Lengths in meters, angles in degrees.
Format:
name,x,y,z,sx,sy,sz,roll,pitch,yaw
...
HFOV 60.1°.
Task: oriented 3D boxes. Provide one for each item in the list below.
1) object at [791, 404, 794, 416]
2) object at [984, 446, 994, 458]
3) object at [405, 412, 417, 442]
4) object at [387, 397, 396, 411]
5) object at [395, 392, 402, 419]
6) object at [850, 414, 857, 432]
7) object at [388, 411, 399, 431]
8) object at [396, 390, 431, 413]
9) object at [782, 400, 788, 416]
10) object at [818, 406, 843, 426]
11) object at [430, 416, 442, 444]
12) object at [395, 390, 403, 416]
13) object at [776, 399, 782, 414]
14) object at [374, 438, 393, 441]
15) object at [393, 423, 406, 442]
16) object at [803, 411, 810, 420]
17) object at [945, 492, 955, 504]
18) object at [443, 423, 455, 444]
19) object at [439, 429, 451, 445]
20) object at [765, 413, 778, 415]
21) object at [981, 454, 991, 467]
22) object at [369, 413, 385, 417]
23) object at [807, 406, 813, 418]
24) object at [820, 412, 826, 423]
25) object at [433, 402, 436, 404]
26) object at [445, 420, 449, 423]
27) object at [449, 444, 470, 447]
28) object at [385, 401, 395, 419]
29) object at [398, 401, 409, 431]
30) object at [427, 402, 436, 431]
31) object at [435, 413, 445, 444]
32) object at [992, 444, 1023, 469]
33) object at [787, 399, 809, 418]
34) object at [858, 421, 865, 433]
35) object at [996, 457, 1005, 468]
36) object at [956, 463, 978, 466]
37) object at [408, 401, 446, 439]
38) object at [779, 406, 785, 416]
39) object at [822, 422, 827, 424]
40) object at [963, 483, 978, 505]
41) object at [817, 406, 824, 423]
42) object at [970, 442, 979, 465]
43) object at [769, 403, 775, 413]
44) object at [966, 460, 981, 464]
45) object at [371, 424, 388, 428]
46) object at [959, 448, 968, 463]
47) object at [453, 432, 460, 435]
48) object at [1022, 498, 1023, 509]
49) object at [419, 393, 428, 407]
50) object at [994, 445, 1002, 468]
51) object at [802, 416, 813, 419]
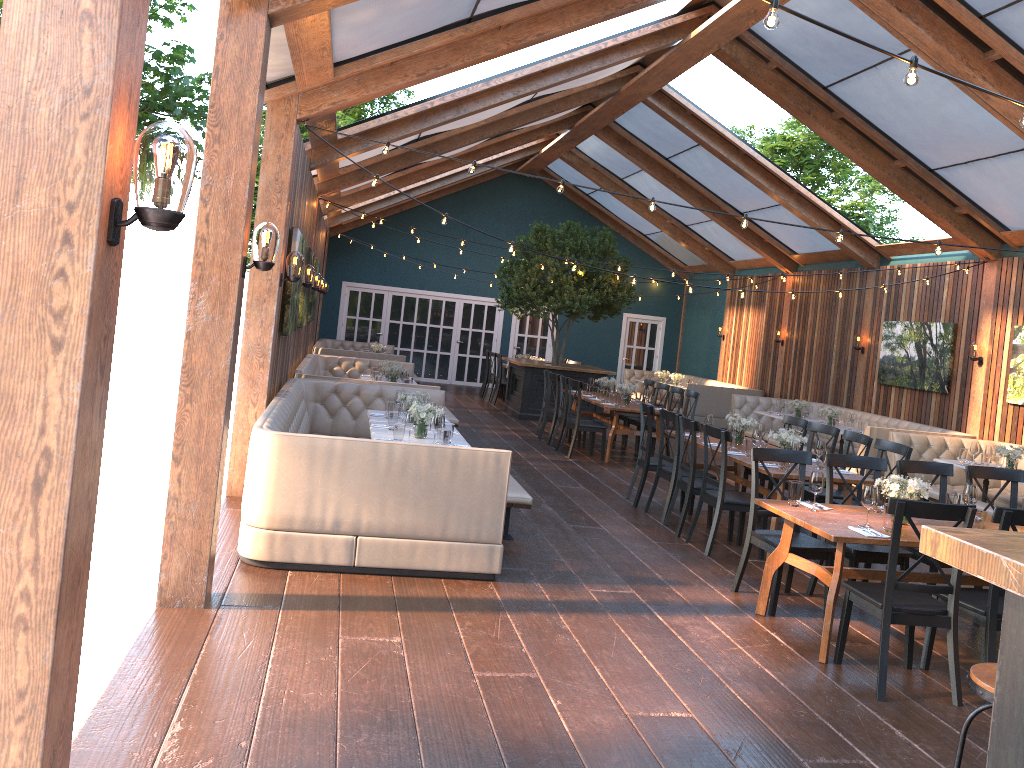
name,x,y,z,sx,sy,sz,roll,pitch,yaw
object,4.531,0.393,14.218,0.092,0.244,0.092,7,1,37
object,5.163,0.794,9.583,0.092,0.244,0.092,7,1,37
object,-0.789,0.347,6.858,0.092,0.244,0.092,7,1,31
object,-1.189,0.214,8.716,0.091,0.158,0.092,6,1,-24
object,-1.073,0.206,8.402,0.092,0.244,0.092,7,1,37
object,4.808,0.549,12.458,0.092,0.244,0.092,7,1,37
object,-1.017,0.315,7.561,0.091,0.158,0.092,6,1,-24
object,-0.926,0.202,8.224,0.329,0.309,0.336,7,2,11
object,4.328,0.385,14.029,0.092,0.244,0.092,7,1,37
object,4.660,0.468,12.913,0.336,0.309,0.329,6,2,6
object,-0.593,0.370,6.830,0.092,0.244,0.092,7,1,31
object,-1.105,0.185,8.642,0.092,0.244,0.092,7,1,37
object,4.296,0.364,14.269,0.092,0.244,0.092,7,1,37
object,-0.952,0.438,6.926,0.255,0.019,0.158,5,4,-10
object,-0.868,0.388,6.778,0.091,0.158,0.092,6,1,-24
object,4.384,0.494,13.188,0.091,0.158,0.092,6,1,-24
object,2.905,0.804,5.838,0.092,0.158,0.092,6,1,16
object,-0.516,0.399,7.146,0.091,0.158,0.092,6,1,-24
object,-0.517,0.427,6.756,0.091,0.158,0.092,6,1,-24
object,4.165,0.476,14.097,0.255,0.019,0.158,5,4,-10
object,5.084,0.834,9.503,0.091,0.158,0.092,6,1,-24
object,-1.236,0.297,8.469,0.255,0.019,0.158,5,4,-10
object,4.462,0.454,13.268,0.092,0.244,0.092,7,1,37
object,4.747,0.510,13.511,0.091,0.158,0.092,6,1,-24
object,-0.801,0.259,8.671,0.091,0.158,0.092,6,1,-24
object,-0.731,0.347,8.524,0.255,0.019,0.158,5,4,-10
object,-0.446,0.487,6.999,0.255,0.019,0.158,5,4,-10
object,-1.151,0.246,8.322,0.091,0.158,0.092,6,1,-24
object,-0.939,0.275,7.641,0.092,0.244,0.092,7,1,31
object,-0.723,0.287,7.803,0.092,0.244,0.092,7,1,31
object,-0.585,0.354,7.066,0.092,0.244,0.092,7,1,31
object,5.304,0.789,9.404,0.329,0.309,0.336,7,2,11
object,4.483,0.381,13.856,0.336,0.309,0.329,6,2,1
object,4.883,0.606,12.384,0.092,0.158,0.091,7,1,26
object,5.435,0.847,9.852,0.091,0.158,0.092,6,1,-24
object,5.000,0.884,9.650,0.255,0.019,0.158,5,4,-10
object,-0.731,0.290,7.292,0.328,0.309,0.338,4,3,-36
object,4.250,0.425,13.949,0.091,0.158,0.092,6,1,-24
object,4.817,0.598,13.364,0.255,0.019,0.158,5,4,-10
object,2.977,0.774,5.756,0.092,0.244,0.092,7,1,31
object,4.678,0.465,13.431,0.092,0.244,0.092,7,1,37
object,5.131,0.773,9.823,0.092,0.244,0.092,7,1,37
object,4.212,0.393,14.344,0.091,0.158,0.092,6,1,-24
object,5.186,0.881,9.975,0.157,0.019,0.256,5,4,-11
object,-1.102,0.366,7.708,0.255,0.019,0.158,5,4,-10
object,5.047,0.802,9.897,0.091,0.158,0.092,6,1,-24
object,-0.584,0.420,7.737,0.255,0.019,0.158,5,4,-10
object,3.478,0.858,5.952,0.092,0.158,0.092,6,1,16
object,-0.870,0.214,8.590,0.092,0.244,0.092,7,1,37
object,5.365,0.802,9.771,0.092,0.244,0.092,7,1,37
object,4.670,0.526,14.151,0.255,0.019,0.158,5,4,-10
